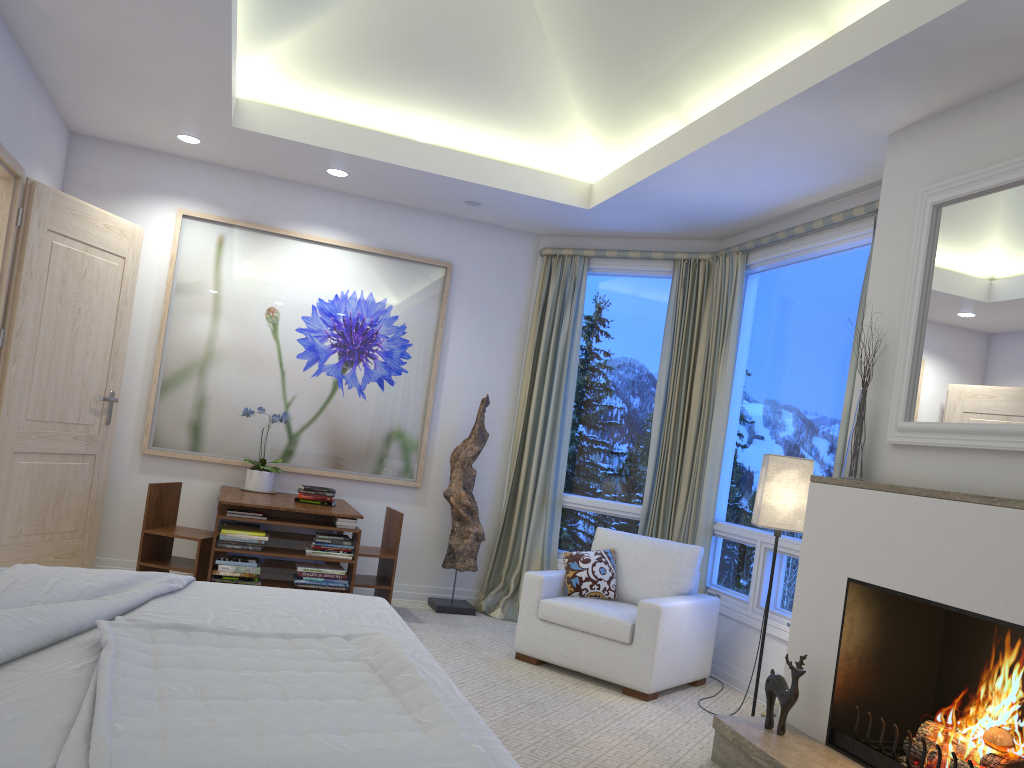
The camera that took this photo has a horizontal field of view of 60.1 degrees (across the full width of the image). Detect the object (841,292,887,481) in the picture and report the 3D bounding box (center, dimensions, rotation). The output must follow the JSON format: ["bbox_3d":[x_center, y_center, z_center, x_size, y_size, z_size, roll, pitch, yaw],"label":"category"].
[{"bbox_3d":[1.293,0.011,3.302,0.189,0.692,0.193,8,-1,11],"label":"object"}]

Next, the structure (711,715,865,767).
[{"bbox_3d":[1.097,1.352,2.732,0.330,0.172,1.454,9,-4,-17],"label":"structure"}]

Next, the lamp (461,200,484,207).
[{"bbox_3d":[-0.239,-1.086,5.349,0.137,0.014,0.138,4,-5,44],"label":"lamp"}]

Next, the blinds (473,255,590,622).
[{"bbox_3d":[0.131,0.309,5.683,0.640,2.372,0.296,8,-1,24],"label":"blinds"}]

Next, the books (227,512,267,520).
[{"bbox_3d":[-1.383,0.683,4.620,0.201,0.015,0.140,9,-4,-17],"label":"books"}]

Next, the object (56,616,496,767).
[{"bbox_3d":[-0.494,0.783,1.759,0.720,0.466,0.912,9,-4,-21],"label":"object"}]

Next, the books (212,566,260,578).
[{"bbox_3d":[-1.432,0.975,4.595,0.234,0.022,0.141,9,-4,-17],"label":"books"}]

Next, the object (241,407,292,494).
[{"bbox_3d":[-1.496,0.390,5.286,0.306,0.504,0.216,9,-1,-18],"label":"object"}]

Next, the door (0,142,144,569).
[{"bbox_3d":[-2.367,0.011,4.171,0.360,2.053,1.786,8,-2,0],"label":"door"}]

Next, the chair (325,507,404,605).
[{"bbox_3d":[-0.883,1.021,5.168,0.341,0.609,0.340,9,-2,-22],"label":"chair"}]

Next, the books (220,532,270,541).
[{"bbox_3d":[-1.395,0.787,4.633,0.240,0.019,0.173,9,-4,-12],"label":"books"}]

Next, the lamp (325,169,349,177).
[{"bbox_3d":[-1.007,-1.211,5.103,0.137,0.014,0.138,4,-5,44],"label":"lamp"}]

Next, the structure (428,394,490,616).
[{"bbox_3d":[-0.293,0.742,5.617,0.306,1.392,0.263,8,-1,-17],"label":"structure"}]

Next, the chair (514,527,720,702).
[{"bbox_3d":[0.556,1.134,4.571,0.804,0.706,0.691,6,-3,38],"label":"chair"}]

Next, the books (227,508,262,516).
[{"bbox_3d":[-1.395,0.669,4.623,0.177,0.009,0.113,9,-4,-17],"label":"books"}]

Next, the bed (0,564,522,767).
[{"bbox_3d":[-1.134,0.663,2.035,2.024,0.814,1.968,9,-4,-18],"label":"bed"}]

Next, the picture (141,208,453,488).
[{"bbox_3d":[-1.281,-0.185,5.469,1.684,1.459,0.030,9,-1,-18],"label":"picture"}]

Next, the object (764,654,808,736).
[{"bbox_3d":[0.997,1.133,3.247,0.097,0.307,0.179,9,-2,-31],"label":"object"}]

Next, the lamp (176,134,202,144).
[{"bbox_3d":[-1.773,-1.337,4.857,0.137,0.014,0.138,4,-5,44],"label":"lamp"}]

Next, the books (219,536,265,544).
[{"bbox_3d":[-1.409,0.803,4.619,0.223,0.020,0.154,9,-4,-17],"label":"books"}]

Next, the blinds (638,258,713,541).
[{"bbox_3d":[0.931,0.399,5.311,0.523,2.369,0.271,8,-1,26],"label":"blinds"}]

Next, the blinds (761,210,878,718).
[{"bbox_3d":[1.448,0.369,3.832,0.228,2.365,0.660,8,-1,-12],"label":"blinds"}]

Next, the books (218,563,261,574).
[{"bbox_3d":[-1.416,0.950,4.598,0.209,0.036,0.144,9,-4,-17],"label":"books"}]

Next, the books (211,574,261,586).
[{"bbox_3d":[-1.434,1.015,4.606,0.243,0.019,0.168,9,-4,-17],"label":"books"}]

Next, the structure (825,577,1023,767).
[{"bbox_3d":[1.529,1.029,2.859,0.477,0.614,0.874,9,-3,-17],"label":"structure"}]

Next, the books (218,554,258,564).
[{"bbox_3d":[-1.422,0.907,4.596,0.198,0.017,0.114,9,-4,-17],"label":"books"}]

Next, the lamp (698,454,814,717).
[{"bbox_3d":[1.063,0.951,4.531,0.276,1.204,1.531,8,-3,-5],"label":"lamp"}]

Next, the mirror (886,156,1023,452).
[{"bbox_3d":[1.559,-0.258,2.831,0.039,0.939,0.840,8,-2,-17],"label":"mirror"}]

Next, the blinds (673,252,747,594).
[{"bbox_3d":[1.031,0.403,5.147,0.267,2.366,0.523,8,-1,-24],"label":"blinds"}]

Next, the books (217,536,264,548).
[{"bbox_3d":[-1.413,0.821,4.612,0.235,0.019,0.143,9,-4,-17],"label":"books"}]

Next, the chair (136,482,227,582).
[{"bbox_3d":[-1.806,0.872,4.897,0.340,0.609,0.341,8,-2,8],"label":"chair"}]
